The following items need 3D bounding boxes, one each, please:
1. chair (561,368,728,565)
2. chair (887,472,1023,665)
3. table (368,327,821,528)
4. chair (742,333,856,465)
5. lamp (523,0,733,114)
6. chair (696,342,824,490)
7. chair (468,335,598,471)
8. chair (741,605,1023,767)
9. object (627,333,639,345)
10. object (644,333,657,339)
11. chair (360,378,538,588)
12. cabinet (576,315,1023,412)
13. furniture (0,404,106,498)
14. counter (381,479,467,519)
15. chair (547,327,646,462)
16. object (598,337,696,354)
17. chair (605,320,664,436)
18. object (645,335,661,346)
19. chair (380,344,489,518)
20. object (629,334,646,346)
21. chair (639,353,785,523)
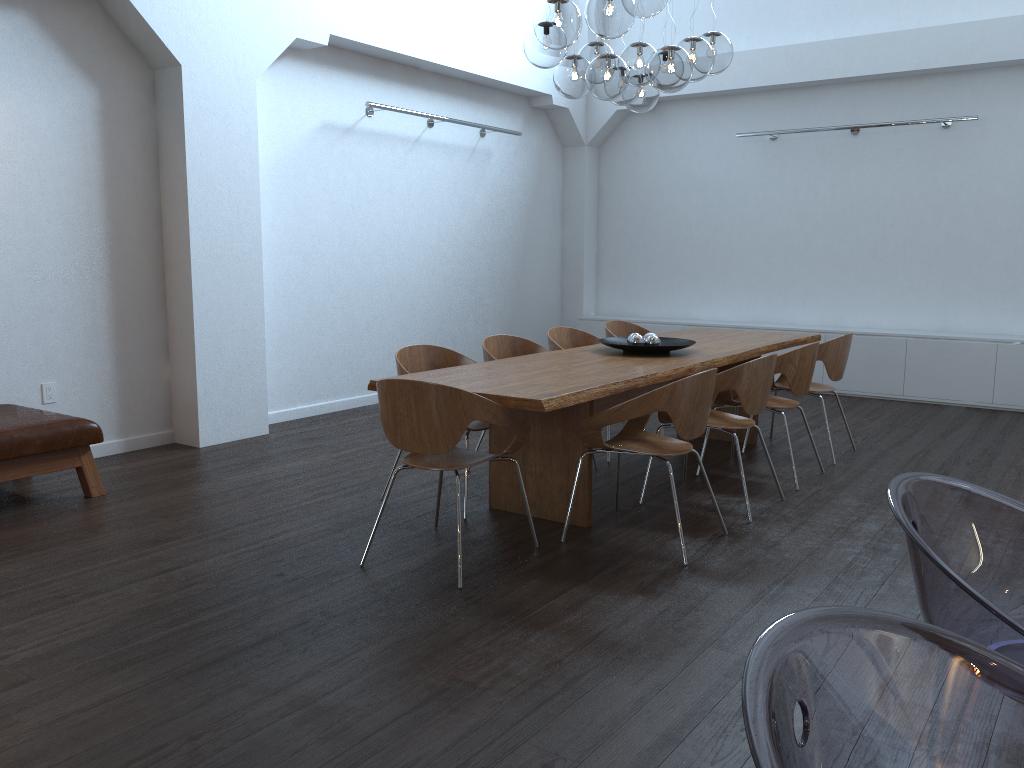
[{"bbox_3d":[0.646,0.322,4.179,0.618,0.833,0.629,6,10,33],"label":"chair"},{"bbox_3d":[0.756,0.661,1.247,0.481,1.014,0.530,7,10,36],"label":"chair"},{"bbox_3d":[0.822,0.173,5.480,1.012,0.750,3.803,6,10,35],"label":"table"},{"bbox_3d":[1.985,0.053,6.045,0.618,0.833,0.629,6,10,34],"label":"chair"},{"bbox_3d":[0.658,-2.609,4.805,0.849,2.140,1.787,6,10,33],"label":"lamp"},{"bbox_3d":[1.545,0.143,5.421,0.618,0.833,0.629,6,10,34],"label":"chair"},{"bbox_3d":[0.124,0.129,5.474,0.618,0.833,0.629,6,10,36],"label":"chair"},{"bbox_3d":[0.416,0.738,0.718,0.481,1.014,0.530,6,10,32],"label":"chair"},{"bbox_3d":[0.761,-0.267,5.476,0.100,0.100,0.100,-1,9,-10],"label":"object"},{"bbox_3d":[0.859,-0.268,5.500,0.100,0.100,0.100,-1,9,-10],"label":"object"},{"bbox_3d":[-0.279,0.358,3.911,0.629,0.833,0.618,5,10,30],"label":"chair"},{"bbox_3d":[3.158,-0.242,8.788,5.580,0.626,0.478,6,10,34],"label":"cabinet"},{"bbox_3d":[-3.134,0.459,4.430,0.907,0.453,1.819,6,10,34],"label":"furniture"},{"bbox_3d":[0.438,0.764,1.089,3.039,0.860,8.182,1,8,5],"label":"counter"},{"bbox_3d":[0.545,0.038,6.105,0.618,0.833,0.629,6,10,34],"label":"chair"},{"bbox_3d":[0.822,-0.230,5.416,0.592,0.066,0.592,-1,8,-7],"label":"object"},{"bbox_3d":[1.003,-0.053,6.730,0.618,0.833,0.629,6,10,34],"label":"chair"},{"bbox_3d":[0.856,-0.250,5.398,0.100,0.100,0.100,-1,9,-10],"label":"object"},{"bbox_3d":[-0.321,0.217,4.854,0.617,0.830,0.629,6,10,34],"label":"chair"},{"bbox_3d":[0.759,-0.252,5.375,0.100,0.100,0.100,-1,9,-10],"label":"object"},{"bbox_3d":[1.108,0.233,4.802,0.618,0.833,0.629,6,10,34],"label":"chair"}]
